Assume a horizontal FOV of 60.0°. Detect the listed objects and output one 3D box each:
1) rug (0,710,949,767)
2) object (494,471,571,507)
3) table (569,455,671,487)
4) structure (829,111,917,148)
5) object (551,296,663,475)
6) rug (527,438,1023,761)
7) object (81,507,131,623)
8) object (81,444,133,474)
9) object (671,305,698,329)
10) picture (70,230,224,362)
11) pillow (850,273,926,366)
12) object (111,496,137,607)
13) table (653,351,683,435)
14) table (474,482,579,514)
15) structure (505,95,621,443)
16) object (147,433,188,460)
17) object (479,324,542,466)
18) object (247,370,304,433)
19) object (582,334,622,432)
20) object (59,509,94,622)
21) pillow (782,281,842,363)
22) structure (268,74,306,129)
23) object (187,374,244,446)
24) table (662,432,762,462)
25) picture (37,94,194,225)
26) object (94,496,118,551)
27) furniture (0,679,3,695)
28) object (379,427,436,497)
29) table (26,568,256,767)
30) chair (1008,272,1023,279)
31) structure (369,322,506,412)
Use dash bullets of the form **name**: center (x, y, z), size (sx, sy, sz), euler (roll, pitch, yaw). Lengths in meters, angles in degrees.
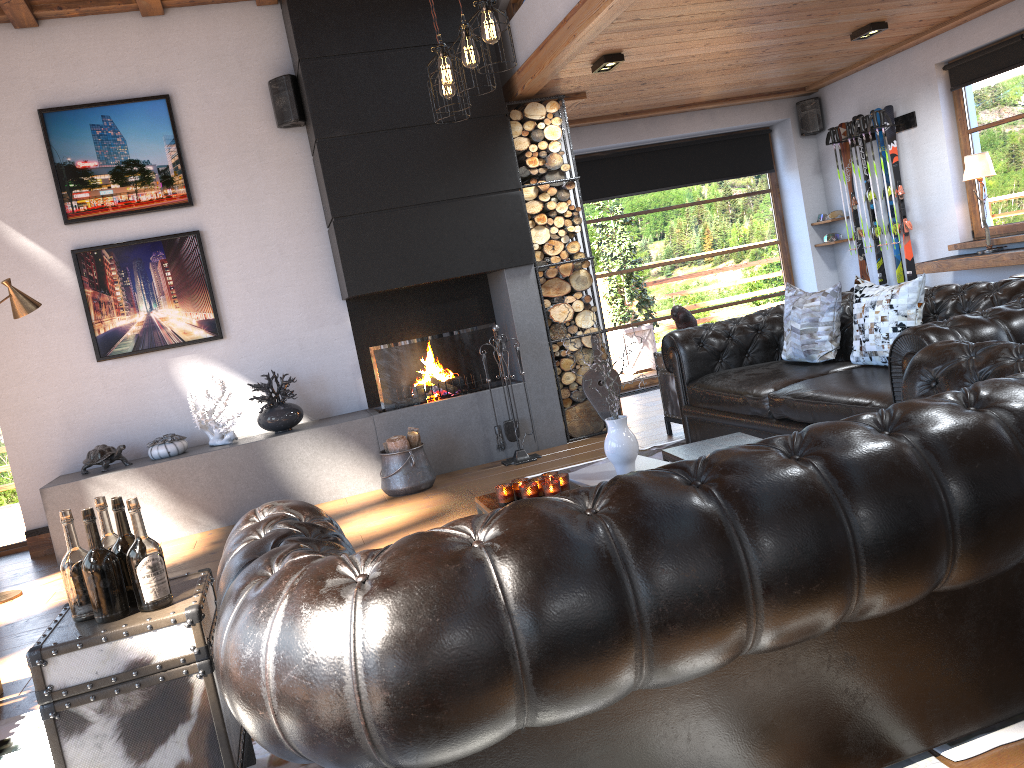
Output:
- **rug**: center (-1.024, 1.175, 2.323), size (3.832, 0.053, 2.418), euler (-12, 6, -14)
- **object**: center (0.092, 0.439, 3.699), size (0.299, 0.081, 0.249), euler (-8, 6, 24)
- **table**: center (0.547, 0.558, 3.841), size (0.403, 0.350, 0.645), euler (-13, 6, -19)
- **structure**: center (3.299, -2.337, 8.280), size (0.321, 0.135, 1.045), euler (-12, 6, -14)
- **object**: center (0.406, 0.002, 3.752), size (0.407, 0.807, 0.619), euler (-11, 6, -3)
- **rug**: center (1.667, 0.466, 4.204), size (2.447, 0.053, 4.022), euler (-12, 6, -13)
- **object**: center (-1.035, 0.450, 2.229), size (0.086, 0.286, 0.088), euler (-8, 6, 25)
- **object**: center (-2.829, 0.510, 6.176), size (0.401, 0.182, 0.229), euler (-8, 6, 29)
- **object**: center (1.215, -0.403, 6.185), size (0.148, 0.318, 0.251), euler (-8, 6, 27)
- **picture**: center (-2.647, -0.645, 6.461), size (0.885, 0.815, 0.035), euler (-12, 6, -15)
- **pillow**: center (1.940, -0.346, 4.598), size (0.285, 0.468, 0.526), euler (-12, 6, -11)
- **object**: center (-1.004, 0.435, 2.322), size (0.088, 0.286, 0.086), euler (-15, 7, -37)
- **table**: center (1.305, 0.039, 6.253), size (0.408, 0.609, 0.415), euler (-12, 6, -14)
- **table**: center (0.137, 0.651, 3.701), size (0.403, 0.350, 0.646), euler (-12, 6, -14)
- **structure**: center (0.350, -0.887, 7.042), size (0.505, 2.615, 0.509), euler (-12, 6, -14)
- **object**: center (-2.456, 0.438, 6.300), size (0.282, 0.160, 0.257), euler (-12, 6, -12)
- **object**: center (-0.025, 0.067, 6.451), size (0.304, 1.017, 0.311), euler (-8, 6, 31)
- **object**: center (-1.720, 0.123, 6.472), size (0.340, 0.454, 0.335), euler (-10, 6, 11)
- **object**: center (0.690, 0.008, 6.854), size (0.271, 0.794, 0.261), euler (-14, 6, -31)
- **object**: center (-1.113, 0.460, 2.275), size (0.088, 0.286, 0.087), euler (-11, 5, -2)
- **pillow**: center (1.768, -0.381, 5.251), size (0.285, 0.468, 0.526), euler (-12, 6, -11)
- **structure**: center (-1.675, -2.099, 6.599), size (0.215, 0.349, 0.212), euler (-12, 6, -14)
- **object**: center (-2.122, 0.191, 6.293), size (0.422, 0.532, 0.262), euler (-6, 8, 44)
- **table**: center (0.988, 0.465, 3.926), size (0.402, 0.350, 0.648), euler (-12, 6, -9)
- **picture**: center (-2.834, -1.617, 6.369), size (0.885, 0.815, 0.035), euler (-12, 6, -15)
- **object**: center (-1.077, 0.442, 2.386), size (0.088, 0.286, 0.087), euler (-11, 5, -4)
- **furniture**: center (-2.340, 1.247, 2.157), size (1.183, 0.436, 2.744), euler (-12, 6, -14)
- **object**: center (-0.748, 0.539, 6.169), size (0.382, 0.431, 0.386), euler (-10, 6, 12)
- **table**: center (-0.951, 0.875, 2.349), size (0.408, 0.609, 0.415), euler (-12, 6, -14)
- **chair**: center (3.600, -0.403, 5.910), size (0.443, 0.716, 0.439), euler (-12, 6, -11)
- **structure**: center (-0.530, -0.120, 6.686), size (0.989, 0.514, 0.182), euler (-12, 6, -15)
